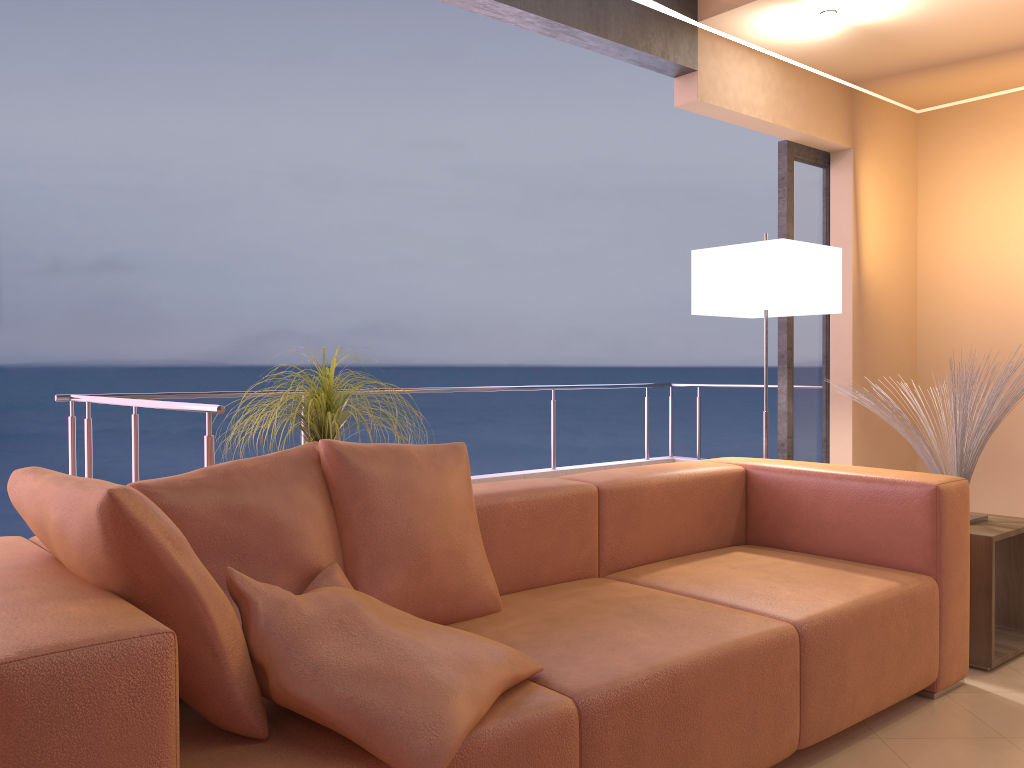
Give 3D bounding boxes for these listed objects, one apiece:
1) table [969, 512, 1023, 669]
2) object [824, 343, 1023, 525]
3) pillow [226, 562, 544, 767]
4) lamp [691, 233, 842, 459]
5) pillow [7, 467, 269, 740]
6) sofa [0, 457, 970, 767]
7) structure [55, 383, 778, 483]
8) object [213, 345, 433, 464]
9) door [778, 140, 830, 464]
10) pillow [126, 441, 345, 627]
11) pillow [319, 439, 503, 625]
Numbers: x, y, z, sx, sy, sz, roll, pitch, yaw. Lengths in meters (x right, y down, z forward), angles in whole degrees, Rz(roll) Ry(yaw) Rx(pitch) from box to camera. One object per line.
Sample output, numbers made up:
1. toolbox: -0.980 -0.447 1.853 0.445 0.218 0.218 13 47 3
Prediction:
1. table: 1.617 0.711 3.212 0.469 0.436 0.415 -1 1 -40
2. object: 1.561 0.176 3.270 0.703 0.634 0.700 0 1 6
3. pillow: -0.260 0.465 1.646 0.514 0.292 0.517 0 1 19
4. lamp: 1.092 0.143 3.813 0.454 1.578 0.454 -1 1 -40
5. pillow: -0.652 0.375 1.576 0.314 0.455 0.519 -1 1 -44
6. sofa: 0.124 0.630 2.279 2.781 0.672 0.943 -1 1 -40
7. structure: 0.144 0.299 4.575 4.176 0.541 1.663 -1 1 -40
8. object: -0.642 0.414 2.996 0.729 1.088 0.703 0 1 18
9. door: 1.554 -0.154 4.651 0.480 2.160 0.056 -1 1 -40
10. pillow: -0.546 0.363 1.911 0.255 0.446 0.492 0 1 33
11. pillow: -0.245 0.360 2.162 0.211 0.468 0.470 1 1 45
